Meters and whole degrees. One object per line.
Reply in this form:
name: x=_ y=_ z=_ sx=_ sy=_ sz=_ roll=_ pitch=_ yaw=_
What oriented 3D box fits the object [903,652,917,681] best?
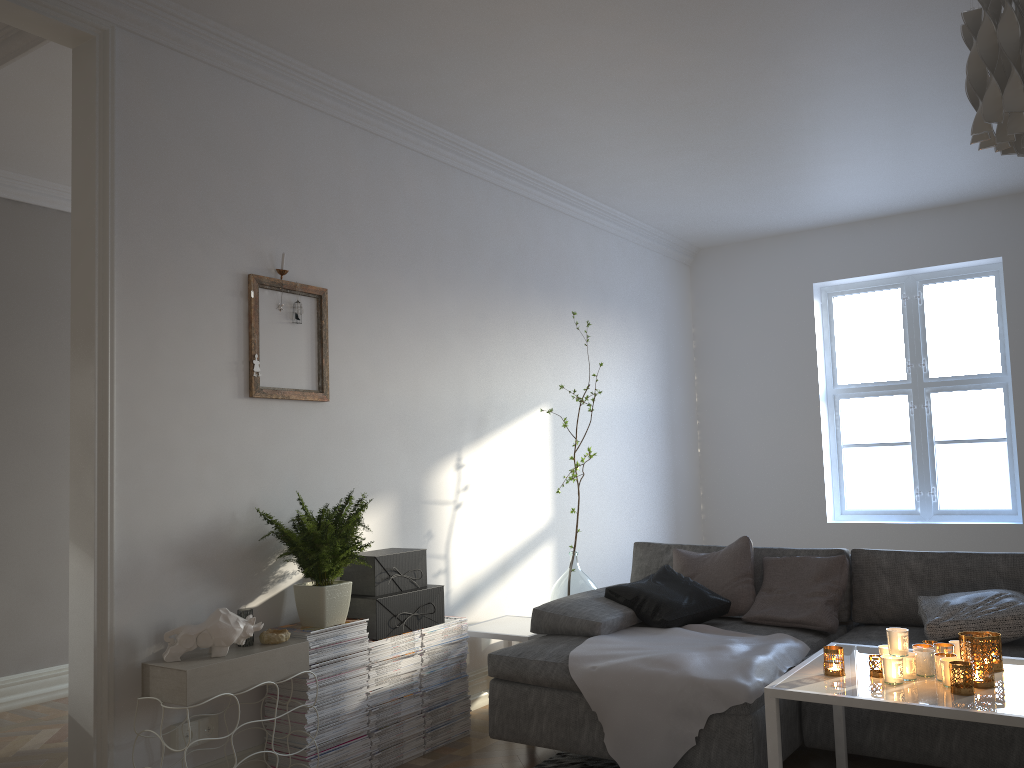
object: x=1.143 y=0.818 z=2.571 sx=0.060 sy=0.073 sz=0.060 roll=-3 pitch=-5 yaw=14

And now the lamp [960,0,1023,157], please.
lamp: x=1.057 y=-0.982 z=1.730 sx=0.354 sy=1.064 sz=0.355 roll=-1 pitch=-5 yaw=-13

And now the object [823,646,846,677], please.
object: x=0.964 y=0.829 z=2.655 sx=0.060 sy=0.079 sz=0.060 roll=-5 pitch=-5 yaw=28

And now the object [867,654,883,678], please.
object: x=1.079 y=0.832 z=2.616 sx=0.050 sy=0.058 sz=0.052 roll=-2 pitch=-5 yaw=4

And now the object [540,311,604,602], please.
object: x=0.344 y=0.408 z=4.474 sx=0.340 sy=1.672 sz=0.777 roll=-1 pitch=-5 yaw=-6

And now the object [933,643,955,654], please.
object: x=1.304 y=0.823 z=2.671 sx=0.060 sy=0.073 sz=0.060 roll=1 pitch=-6 yaw=-31

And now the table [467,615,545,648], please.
table: x=0.028 y=1.341 z=4.160 sx=0.423 sy=0.411 sz=0.437 roll=-5 pitch=-6 yaw=34

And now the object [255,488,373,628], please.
object: x=-0.708 y=0.656 z=3.317 sx=0.368 sy=0.526 sz=0.438 roll=-5 pitch=-6 yaw=34

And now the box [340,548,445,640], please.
box: x=-0.488 y=0.856 z=3.672 sx=0.298 sy=0.315 sz=0.420 roll=-5 pitch=-6 yaw=34

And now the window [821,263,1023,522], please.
window: x=2.821 y=0.092 z=6.172 sx=1.201 sy=1.707 sz=0.077 roll=-5 pitch=-6 yaw=34

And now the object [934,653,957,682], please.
object: x=1.242 y=0.812 z=2.536 sx=0.060 sy=0.073 sz=0.060 roll=-4 pitch=-5 yaw=23

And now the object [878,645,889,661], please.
object: x=1.137 y=0.828 z=2.668 sx=0.060 sy=0.073 sz=0.060 roll=1 pitch=-6 yaw=-31

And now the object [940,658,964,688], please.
object: x=1.228 y=0.806 z=2.473 sx=0.060 sy=0.073 sz=0.060 roll=-4 pitch=-5 yaw=23

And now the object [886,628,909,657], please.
object: x=1.112 y=0.745 z=2.555 sx=0.060 sy=0.073 sz=0.060 roll=2 pitch=-6 yaw=-40

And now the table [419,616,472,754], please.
table: x=-0.364 y=1.274 z=3.805 sx=0.247 sy=0.498 sz=0.327 roll=-5 pitch=-6 yaw=34

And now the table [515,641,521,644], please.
table: x=0.314 y=1.417 z=4.571 sx=0.423 sy=0.319 sz=0.437 roll=-5 pitch=-6 yaw=34

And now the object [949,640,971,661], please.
object: x=1.365 y=0.823 z=2.699 sx=0.060 sy=0.073 sz=0.060 roll=-2 pitch=-5 yaw=-4

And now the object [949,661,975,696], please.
object: x=1.219 y=0.797 z=2.403 sx=0.060 sy=0.079 sz=0.060 roll=-4 pitch=-5 yaw=24

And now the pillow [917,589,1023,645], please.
pillow: x=1.787 y=0.896 z=3.395 sx=0.404 sy=0.194 sz=0.406 roll=-4 pitch=-6 yaw=21

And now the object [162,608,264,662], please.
object: x=-0.970 y=0.808 z=2.887 sx=0.311 sy=0.150 sz=0.137 roll=1 pitch=-5 yaw=-26

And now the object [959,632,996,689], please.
object: x=1.300 y=0.771 z=2.479 sx=0.087 sy=0.139 sz=0.090 roll=-2 pitch=-5 yaw=5

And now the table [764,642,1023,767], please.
table: x=1.205 y=1.110 z=2.609 sx=0.675 sy=0.504 sz=0.715 roll=-5 pitch=-6 yaw=34

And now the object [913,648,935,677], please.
object: x=1.213 y=0.820 z=2.606 sx=0.060 sy=0.073 sz=0.060 roll=-1 pitch=-5 yaw=-10

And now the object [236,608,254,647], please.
object: x=-0.924 y=0.830 z=3.061 sx=0.062 sy=0.134 sz=0.123 roll=-1 pitch=-5 yaw=-15

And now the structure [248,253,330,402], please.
structure: x=-0.870 y=-0.226 z=3.490 sx=0.053 sy=0.574 sz=0.399 roll=-5 pitch=-5 yaw=32

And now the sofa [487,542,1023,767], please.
sofa: x=1.399 y=1.071 z=3.404 sx=2.633 sy=0.771 sz=1.556 roll=-6 pitch=-6 yaw=34

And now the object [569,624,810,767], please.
object: x=0.656 y=1.200 z=3.375 sx=0.812 sy=0.436 sz=0.726 roll=-5 pitch=-6 yaw=33

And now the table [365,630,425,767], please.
table: x=-0.542 y=1.255 z=3.546 sx=0.247 sy=0.498 sz=0.327 roll=-5 pitch=-6 yaw=34

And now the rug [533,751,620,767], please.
rug: x=0.518 y=1.343 z=2.269 sx=2.016 sy=0.055 sz=2.113 roll=-6 pitch=-6 yaw=34

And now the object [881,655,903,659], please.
object: x=1.087 y=0.814 z=2.533 sx=0.056 sy=0.066 sz=0.056 roll=-2 pitch=-5 yaw=-4

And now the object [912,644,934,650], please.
object: x=1.239 y=0.824 z=2.667 sx=0.060 sy=0.073 sz=0.060 roll=1 pitch=-6 yaw=-31

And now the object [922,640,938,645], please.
object: x=1.297 y=0.833 z=2.748 sx=0.047 sy=0.068 sz=0.054 roll=-1 pitch=-5 yaw=-5

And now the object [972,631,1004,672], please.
object: x=1.425 y=0.802 z=2.657 sx=0.080 sy=0.104 sz=0.080 roll=-4 pitch=-5 yaw=24

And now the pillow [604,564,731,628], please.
pillow: x=0.693 y=0.960 z=3.965 sx=0.421 sy=0.248 sz=0.402 roll=2 pitch=-6 yaw=-35

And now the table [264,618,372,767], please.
table: x=-0.718 y=1.189 z=3.296 sx=0.247 sy=0.596 sz=0.321 roll=-5 pitch=-6 yaw=34

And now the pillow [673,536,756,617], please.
pillow: x=0.965 y=0.926 z=4.208 sx=0.430 sy=0.402 sz=0.324 roll=-4 pitch=-5 yaw=22

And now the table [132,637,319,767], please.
table: x=-0.931 y=1.172 z=2.920 sx=0.299 sy=0.575 sz=0.553 roll=-5 pitch=-6 yaw=35

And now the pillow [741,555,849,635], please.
pillow: x=1.261 y=0.920 z=3.937 sx=0.415 sy=0.311 sz=0.337 roll=-6 pitch=-6 yaw=39

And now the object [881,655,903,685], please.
object: x=1.087 y=0.817 z=2.533 sx=0.060 sy=0.073 sz=0.060 roll=-3 pitch=-5 yaw=14

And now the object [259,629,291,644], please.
object: x=-0.819 y=0.871 z=3.064 sx=0.104 sy=0.046 sz=0.099 roll=-1 pitch=-5 yaw=-9
